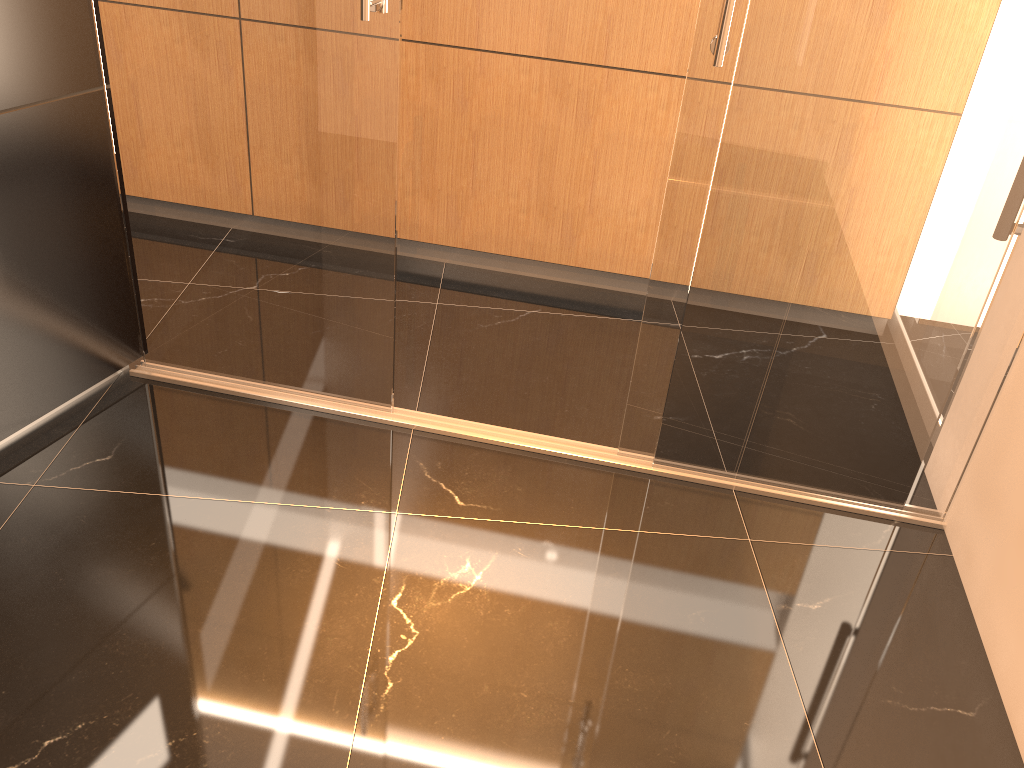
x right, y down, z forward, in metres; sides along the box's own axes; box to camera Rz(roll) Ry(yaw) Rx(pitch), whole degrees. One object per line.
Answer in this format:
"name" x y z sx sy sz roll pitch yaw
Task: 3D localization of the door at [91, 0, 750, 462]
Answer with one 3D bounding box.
"door" 0.122 -1.250 2.032 2.473 3.285 0.098 10 31 7
